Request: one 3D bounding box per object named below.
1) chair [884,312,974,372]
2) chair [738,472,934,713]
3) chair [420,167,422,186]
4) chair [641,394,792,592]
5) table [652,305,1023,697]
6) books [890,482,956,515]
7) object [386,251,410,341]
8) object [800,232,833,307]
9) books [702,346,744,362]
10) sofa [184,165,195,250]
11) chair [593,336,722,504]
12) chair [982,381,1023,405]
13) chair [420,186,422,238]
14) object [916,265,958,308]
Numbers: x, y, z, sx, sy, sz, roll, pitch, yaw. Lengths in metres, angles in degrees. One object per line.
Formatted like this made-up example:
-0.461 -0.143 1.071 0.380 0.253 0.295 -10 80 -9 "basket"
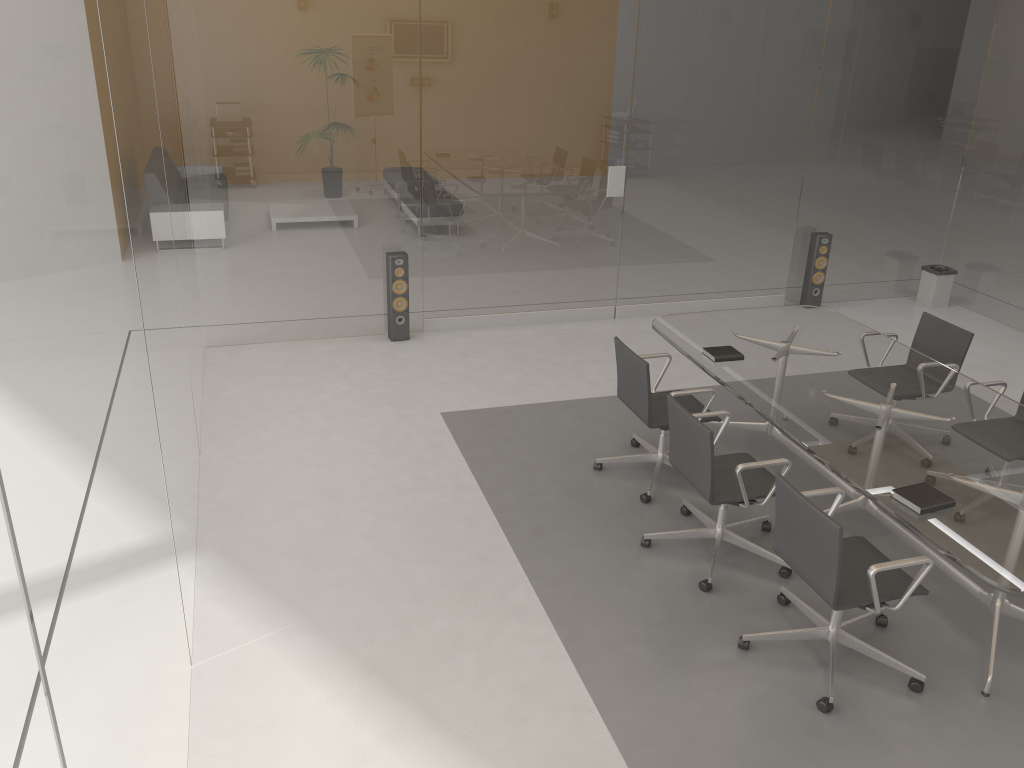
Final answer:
2.390 0.019 5.512 0.710 0.805 0.731 -13 27 -31 "chair"
1.399 0.779 3.662 0.710 0.805 0.731 -13 28 -32 "chair"
-1.364 -2.619 11.870 0.575 0.423 1.012 -5 24 -16 "chair"
1.083 0.469 4.361 0.710 0.805 0.731 -13 28 -32 "chair"
1.882 0.426 4.618 1.372 0.721 3.054 -5 24 -16 "table"
1.651 0.460 3.564 0.183 0.032 0.164 -8 25 -22 "books"
-0.903 -0.690 7.039 0.152 0.706 0.124 -7 25 -21 "object"
2.781 -1.025 8.107 0.152 0.706 0.124 -3 24 -12 "object"
1.188 -0.169 4.998 0.183 0.032 0.164 -5 24 -15 "books"
-3.765 -2.232 10.349 0.860 0.761 2.400 -5 24 -16 "sofa"
0.911 0.150 5.091 0.710 0.805 0.731 -13 28 -32 "chair"
2.699 0.330 4.811 0.710 0.805 0.731 -13 27 -31 "chair"
-0.977 -2.075 10.630 0.575 0.423 1.012 -5 24 -16 "chair"
4.017 -0.927 8.409 0.233 0.363 0.233 -5 24 -16 "object"
